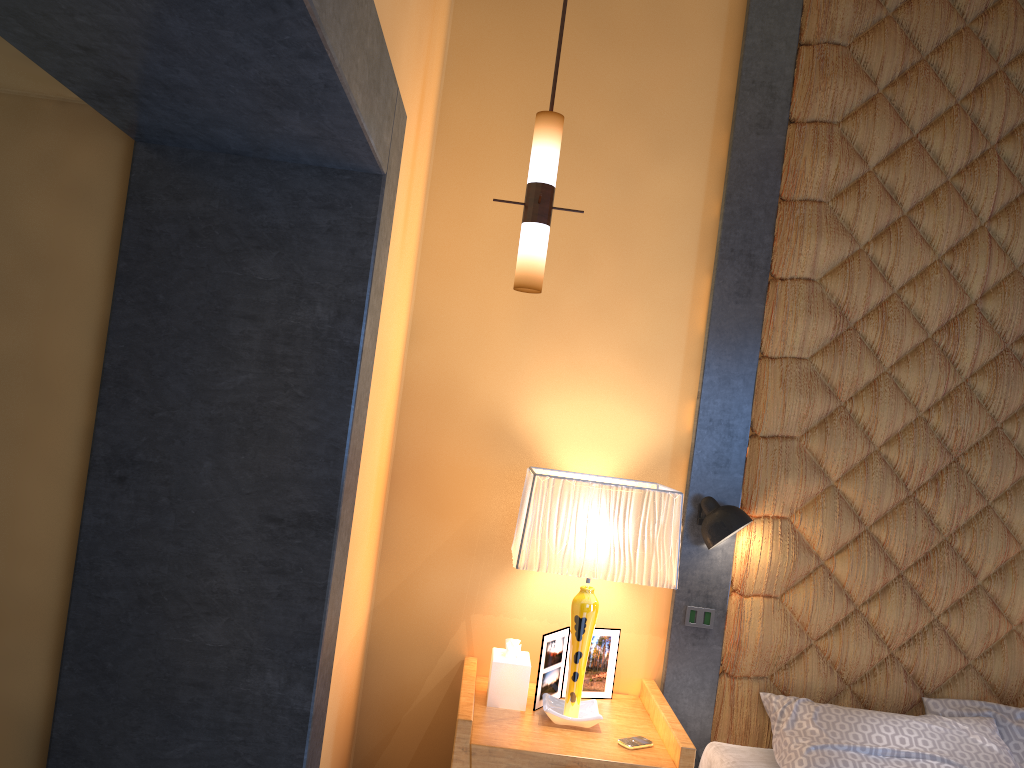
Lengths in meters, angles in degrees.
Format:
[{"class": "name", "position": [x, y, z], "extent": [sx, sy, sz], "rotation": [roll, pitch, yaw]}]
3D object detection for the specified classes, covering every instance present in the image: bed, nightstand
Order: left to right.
[{"class": "nightstand", "position": [0.139, 1.383, 2.917], "extent": [0.708, 0.699, 0.721], "rotation": [7, -2, -1]}, {"class": "bed", "position": [1.506, 1.422, 2.280], "extent": [1.888, 0.824, 2.108], "rotation": [8, -2, -1]}]

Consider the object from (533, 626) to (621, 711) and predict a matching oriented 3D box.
[{"class": "object", "position": [0.210, 0.988, 3.113], "extent": [0.386, 0.255, 0.077], "rotation": [9, -2, -40]}]

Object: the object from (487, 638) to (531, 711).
[{"class": "object", "position": [-0.008, 0.978, 3.030], "extent": [0.130, 0.210, 0.173], "rotation": [7, -2, -1]}]

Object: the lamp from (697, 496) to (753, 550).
[{"class": "lamp", "position": [0.743, 0.500, 3.151], "extent": [0.213, 0.190, 0.186], "rotation": [6, -2, 27]}]

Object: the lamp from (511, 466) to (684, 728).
[{"class": "lamp", "position": [0.243, 0.710, 2.927], "extent": [0.505, 0.802, 0.424], "rotation": [7, -2, -1]}]

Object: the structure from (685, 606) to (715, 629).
[{"class": "structure", "position": [0.688, 0.854, 3.249], "extent": [0.103, 0.071, 0.016], "rotation": [8, -1, -1]}]

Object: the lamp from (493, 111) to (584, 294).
[{"class": "lamp", "position": [0.081, -0.542, 2.659], "extent": [0.199, 0.531, 0.199], "rotation": [6, -2, 44]}]

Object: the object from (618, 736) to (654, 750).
[{"class": "object", "position": [0.384, 1.119, 2.761], "extent": [0.111, 0.018, 0.064], "rotation": [9, -3, -36]}]
